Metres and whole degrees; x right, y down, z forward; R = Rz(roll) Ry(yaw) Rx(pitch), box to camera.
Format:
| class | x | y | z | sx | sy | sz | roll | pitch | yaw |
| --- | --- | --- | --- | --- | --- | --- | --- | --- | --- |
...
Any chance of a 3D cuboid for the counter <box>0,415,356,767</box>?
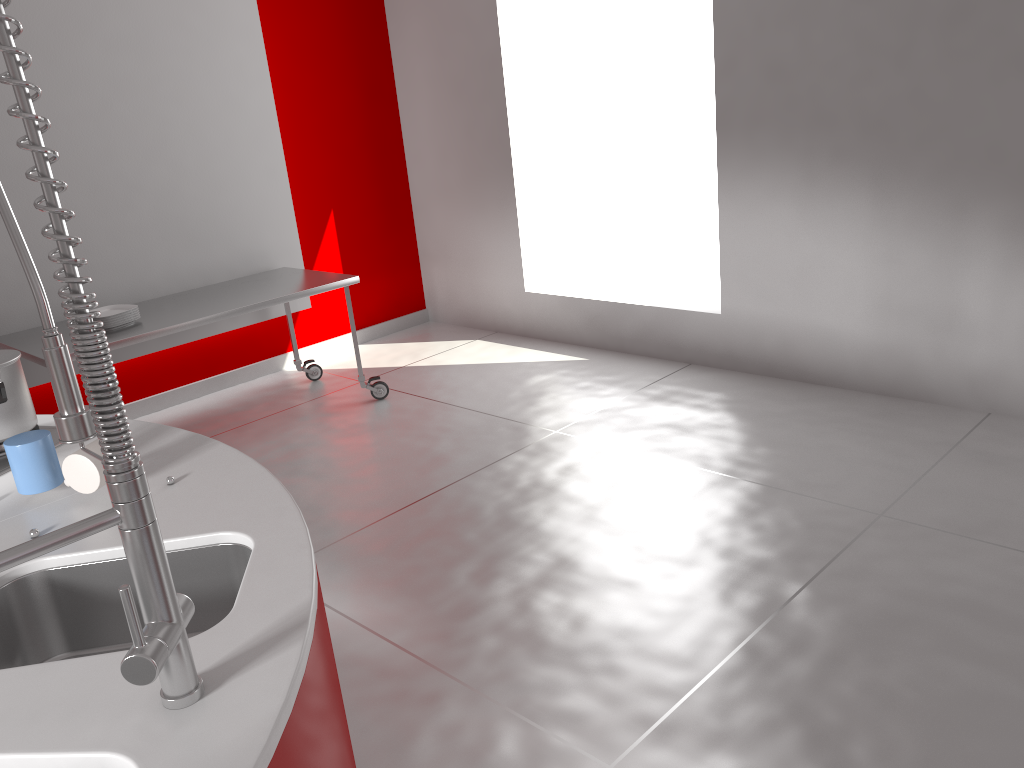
| class | x | y | z | sx | sy | sz | roll | pitch | yaw |
| --- | --- | --- | --- | --- | --- | --- | --- | --- | --- |
| counter | -1.103 | 0.916 | 1.062 | 1.868 | 0.880 | 2.865 | -9 | 19 | -9 |

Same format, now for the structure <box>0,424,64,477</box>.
| class | x | y | z | sx | sy | sz | roll | pitch | yaw |
| --- | --- | --- | --- | --- | --- | --- | --- | --- | --- |
| structure | -1.178 | 0.161 | 1.879 | 0.303 | 0.037 | 0.457 | 1 | 20 | 20 |

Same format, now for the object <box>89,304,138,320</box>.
| class | x | y | z | sx | sy | sz | roll | pitch | yaw |
| --- | --- | --- | --- | --- | --- | --- | --- | --- | --- |
| object | -1.816 | -0.319 | 3.987 | 0.228 | 0.020 | 0.228 | 3 | 21 | 27 |

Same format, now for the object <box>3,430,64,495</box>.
| class | x | y | z | sx | sy | sz | roll | pitch | yaw |
| --- | --- | --- | --- | --- | --- | --- | --- | --- | --- |
| object | -0.915 | 0.147 | 1.676 | 0.109 | 0.100 | 0.080 | 0 | 20 | 18 |

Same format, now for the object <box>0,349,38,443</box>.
| class | x | y | z | sx | sy | sz | roll | pitch | yaw |
| --- | --- | --- | --- | --- | --- | --- | --- | --- | --- |
| object | -1.154 | 0.023 | 1.930 | 0.218 | 0.185 | 0.189 | -3 | 19 | 8 |

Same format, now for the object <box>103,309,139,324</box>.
| class | x | y | z | sx | sy | sz | roll | pitch | yaw |
| --- | --- | --- | --- | --- | --- | --- | --- | --- | --- |
| object | -1.814 | -0.300 | 3.994 | 0.228 | 0.020 | 0.228 | 3 | 21 | 27 |

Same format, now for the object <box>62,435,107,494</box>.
| class | x | y | z | sx | sy | sz | roll | pitch | yaw |
| --- | --- | --- | --- | --- | --- | --- | --- | --- | --- |
| object | -0.785 | 0.148 | 1.660 | 0.109 | 0.080 | 0.100 | -1 | 19 | 15 |

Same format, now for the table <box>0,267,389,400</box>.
| class | x | y | z | sx | sy | sz | roll | pitch | yaw |
| --- | --- | --- | --- | --- | --- | --- | --- | --- | --- |
| table | -1.518 | -0.069 | 4.415 | 1.627 | 0.682 | 0.749 | -22 | 25 | -40 |

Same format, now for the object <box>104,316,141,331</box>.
| class | x | y | z | sx | sy | sz | roll | pitch | yaw |
| --- | --- | --- | --- | --- | --- | --- | --- | --- | --- |
| object | -1.811 | -0.271 | 4.003 | 0.228 | 0.020 | 0.228 | 3 | 21 | 27 |

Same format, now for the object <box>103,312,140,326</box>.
| class | x | y | z | sx | sy | sz | roll | pitch | yaw |
| --- | --- | --- | --- | --- | --- | --- | --- | --- | --- |
| object | -1.813 | -0.290 | 3.997 | 0.228 | 0.020 | 0.228 | 3 | 21 | 27 |

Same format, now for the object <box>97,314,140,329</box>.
| class | x | y | z | sx | sy | sz | roll | pitch | yaw |
| --- | --- | --- | --- | --- | --- | --- | --- | --- | --- |
| object | -1.812 | -0.280 | 4.000 | 0.228 | 0.020 | 0.228 | 3 | 21 | 27 |

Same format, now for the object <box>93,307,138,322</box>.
| class | x | y | z | sx | sy | sz | roll | pitch | yaw |
| --- | --- | --- | --- | --- | --- | --- | --- | --- | --- |
| object | -1.815 | -0.309 | 3.990 | 0.228 | 0.020 | 0.228 | 3 | 21 | 27 |

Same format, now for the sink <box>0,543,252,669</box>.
| class | x | y | z | sx | sy | sz | roll | pitch | yaw |
| --- | --- | --- | --- | --- | --- | --- | --- | --- | --- |
| sink | -0.593 | 0.412 | 1.342 | 0.428 | 0.172 | 0.326 | -8 | 19 | -4 |

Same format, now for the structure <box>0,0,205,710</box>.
| class | x | y | z | sx | sy | sz | roll | pitch | yaw |
| --- | --- | --- | --- | --- | --- | --- | --- | --- | --- |
| structure | -0.504 | -0.056 | 0.920 | 0.178 | 0.920 | 0.308 | -6 | 19 | 0 |
